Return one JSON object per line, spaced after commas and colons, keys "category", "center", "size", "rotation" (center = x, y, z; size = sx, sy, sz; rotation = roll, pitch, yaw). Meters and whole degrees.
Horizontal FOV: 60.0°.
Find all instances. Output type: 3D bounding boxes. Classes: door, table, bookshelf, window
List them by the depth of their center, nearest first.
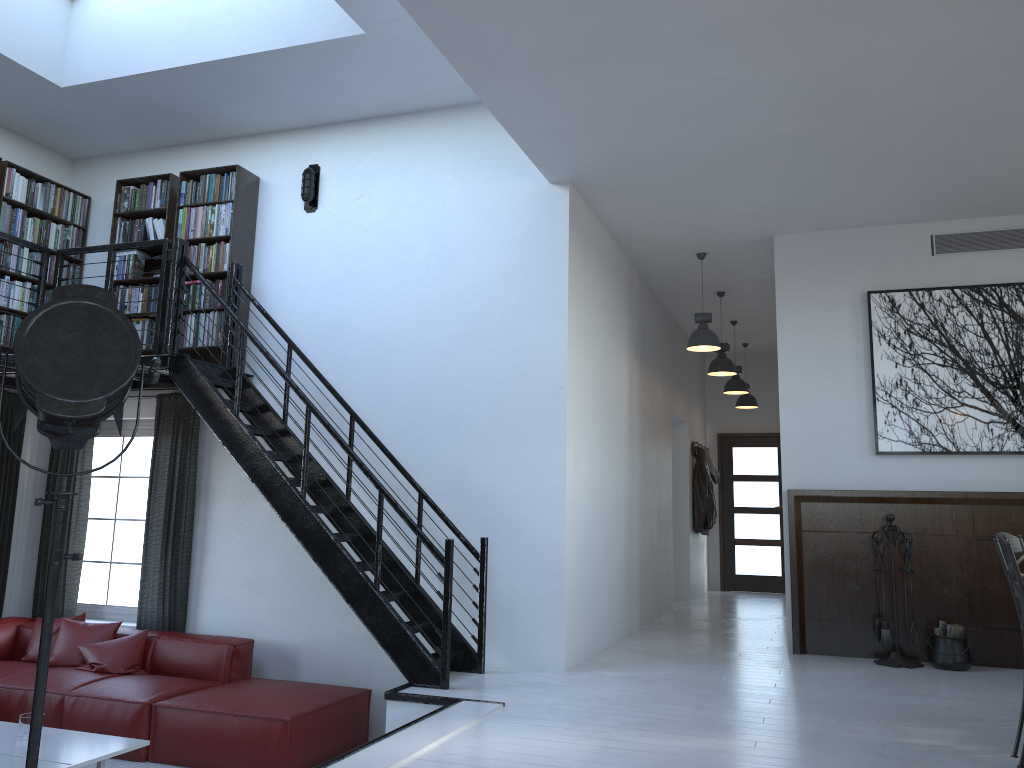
{"category": "table", "center": [-2.816, 1.975, 4.265], "size": [1.165, 0.245, 1.655], "rotation": [-2, -9, 19]}
{"category": "bookshelf", "center": [-3.245, -1.183, 5.125], "size": [3.087, 1.627, 4.448], "rotation": [-2, -9, 19]}
{"category": "window", "center": [-3.083, 1.088, 7.164], "size": [1.166, 1.616, 0.132], "rotation": [-2, -11, 19]}
{"category": "door", "center": [3.414, 1.793, 12.400], "size": [1.009, 2.221, 0.110], "rotation": [-2, -11, 19]}

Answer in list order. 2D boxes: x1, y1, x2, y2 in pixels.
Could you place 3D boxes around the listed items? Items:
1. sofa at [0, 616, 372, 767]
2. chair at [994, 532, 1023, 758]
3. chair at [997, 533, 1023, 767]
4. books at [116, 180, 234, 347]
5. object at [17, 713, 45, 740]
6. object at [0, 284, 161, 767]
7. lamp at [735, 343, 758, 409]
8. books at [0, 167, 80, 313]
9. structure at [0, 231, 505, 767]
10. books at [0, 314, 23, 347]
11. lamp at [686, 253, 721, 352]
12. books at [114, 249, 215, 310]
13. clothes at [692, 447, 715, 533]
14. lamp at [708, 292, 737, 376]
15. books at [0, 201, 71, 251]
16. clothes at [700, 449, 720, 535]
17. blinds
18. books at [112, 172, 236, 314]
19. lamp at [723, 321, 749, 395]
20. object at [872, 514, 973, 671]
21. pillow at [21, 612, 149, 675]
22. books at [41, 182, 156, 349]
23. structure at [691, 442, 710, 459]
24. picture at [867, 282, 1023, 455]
{"category": "sofa", "center": [-2.854, 1.941, 5.359], "size": [3.278, 0.660, 2.526], "rotation": [-2, -9, 19]}
{"category": "chair", "center": [2.474, 1.151, 3.902], "size": [0.502, 0.971, 0.494], "rotation": [-8, -14, 42]}
{"category": "chair", "center": [2.200, 1.076, 3.430], "size": [0.503, 0.971, 0.493], "rotation": [-4, -11, 27]}
{"category": "books", "center": [-3.359, -1.245, 5.203], "size": [1.169, 1.413, 4.357], "rotation": [-2, -9, 19]}
{"category": "object", "center": [-2.931, 1.743, 4.543], "size": [0.512, 0.296, 1.003], "rotation": [-2, -9, 23]}
{"category": "object", "center": [-1.237, 0.525, 2.371], "size": [0.610, 1.589, 0.542], "rotation": [6, -11, -26]}
{"category": "lamp", "center": [3.126, -0.115, 11.841], "size": [0.296, 0.866, 0.294], "rotation": [0, -10, 5]}
{"category": "books", "center": [-4.536, -1.219, 5.586], "size": [0.227, 1.421, 4.409], "rotation": [-2, -9, 19]}
{"category": "structure", "center": [-2.564, 0.443, 4.563], "size": [4.614, 3.376, 4.461], "rotation": [-2, -10, 19]}
{"category": "books", "center": [-4.532, -1.208, 5.582], "size": [0.242, 1.405, 4.415], "rotation": [-3, -9, 20]}
{"category": "lamp", "center": [1.688, -0.734, 7.840], "size": [0.296, 0.866, 0.294], "rotation": [4, -11, -15]}
{"category": "books", "center": [-3.148, -1.124, 5.075], "size": [1.598, 1.147, 4.309], "rotation": [-2, -9, 19]}
{"category": "clothes", "center": [2.441, 1.358, 11.354], "size": [0.301, 1.106, 0.336], "rotation": [-1, -11, 13]}
{"category": "lamp", "center": [2.166, -0.528, 9.173], "size": [0.296, 0.866, 0.294], "rotation": [-3, -11, 22]}
{"category": "books", "center": [-4.427, -1.016, 5.908], "size": [0.240, 1.129, 3.371], "rotation": [-2, -9, 19]}
{"category": "clothes", "center": [2.557, 1.419, 11.655], "size": [0.343, 1.136, 0.381], "rotation": [-2, -11, 15]}
{"category": "blinds", "center": [-3.301, 1.253, 6.942], "size": [1.750, 2.396, 0.524], "rotation": [1, -10, 2]}
{"category": "books", "center": [-2.857, -1.262, 5.008], "size": [2.204, 1.418, 4.350], "rotation": [-2, -9, 19]}
{"category": "lamp", "center": [2.647, -0.322, 10.507], "size": [0.296, 0.866, 0.295], "rotation": [-6, -13, 35]}
{"category": "object", "center": [2.889, 1.459, 6.303], "size": [0.636, 1.059, 0.320], "rotation": [-1, -11, 15]}
{"category": "pillow", "center": [-3.581, 1.794, 6.098], "size": [1.953, 0.404, 0.978], "rotation": [6, -10, -28]}
{"category": "books", "center": [-4.082, -1.239, 5.410], "size": [1.285, 1.438, 4.409], "rotation": [-2, -9, 21]}
{"category": "structure", "center": [2.556, 0.940, 11.941], "size": [0.085, 0.253, 1.361], "rotation": [-2, -9, 19]}
{"category": "picture", "center": [4.007, -0.130, 6.442], "size": [2.589, 1.289, 0.037], "rotation": [-2, -11, 19]}
